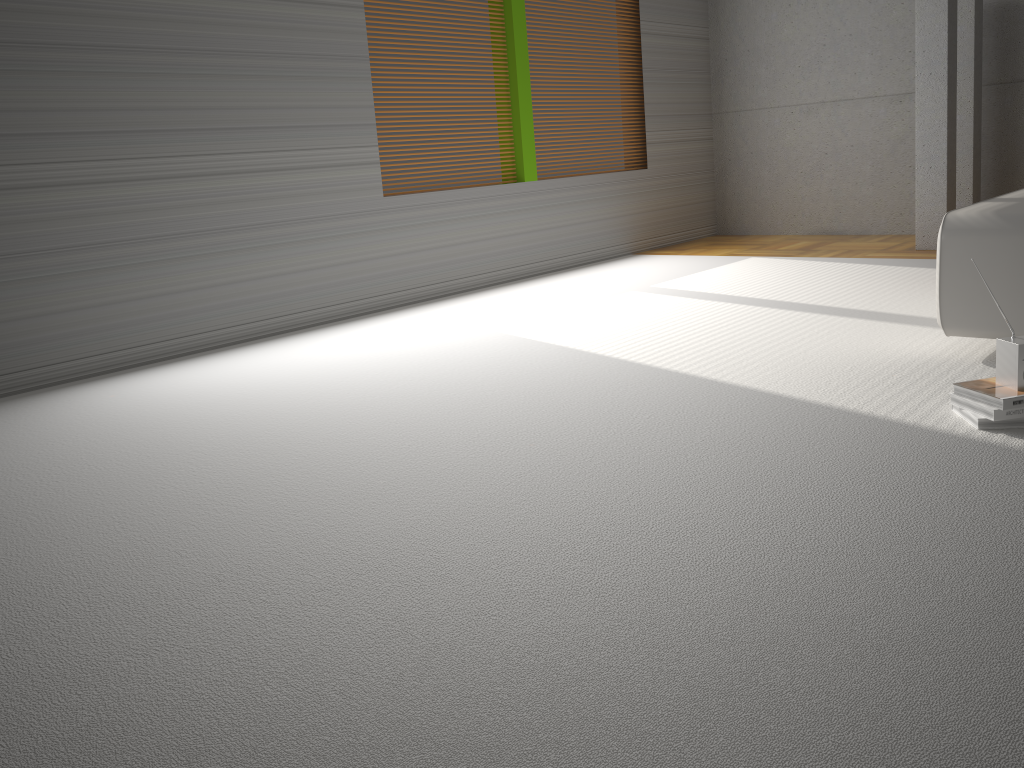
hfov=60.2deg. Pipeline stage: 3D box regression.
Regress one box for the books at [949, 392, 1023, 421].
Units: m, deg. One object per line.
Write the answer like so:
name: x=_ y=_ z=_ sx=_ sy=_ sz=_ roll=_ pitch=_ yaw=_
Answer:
books: x=1.402 y=0.048 z=2.470 sx=0.265 sy=0.031 sz=0.192 roll=-6 pitch=14 yaw=-8

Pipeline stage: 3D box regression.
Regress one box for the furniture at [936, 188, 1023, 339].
furniture: x=2.822 y=-0.410 z=2.982 sx=2.178 sy=0.515 sz=1.631 roll=8 pitch=19 yaw=41

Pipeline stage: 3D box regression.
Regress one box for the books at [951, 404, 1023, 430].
books: x=1.405 y=0.079 z=2.475 sx=0.264 sy=0.031 sz=0.192 roll=-3 pitch=14 yaw=7

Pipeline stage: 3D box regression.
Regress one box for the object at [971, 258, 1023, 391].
object: x=1.348 y=-0.167 z=2.410 sx=0.186 sy=0.361 sz=0.091 roll=-6 pitch=10 yaw=-6

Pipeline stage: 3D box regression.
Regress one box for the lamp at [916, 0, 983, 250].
lamp: x=3.040 y=-1.819 z=6.138 sx=0.201 sy=1.668 sz=0.806 roll=4 pitch=14 yaw=42

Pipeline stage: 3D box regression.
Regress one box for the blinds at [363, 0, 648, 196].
blinds: x=-0.030 y=-2.294 z=6.023 sx=0.012 sy=2.017 sz=3.572 roll=4 pitch=16 yaw=42

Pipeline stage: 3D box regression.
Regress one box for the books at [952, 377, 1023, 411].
books: x=1.406 y=0.017 z=2.460 sx=0.265 sy=0.031 sz=0.191 roll=-8 pitch=14 yaw=-13
